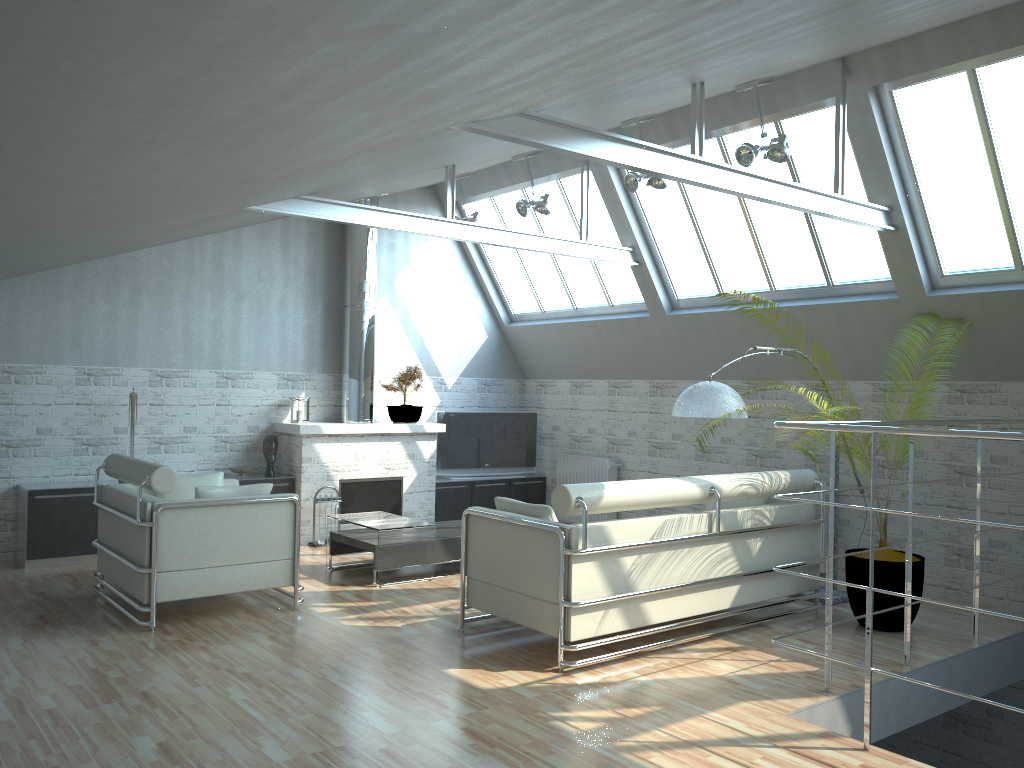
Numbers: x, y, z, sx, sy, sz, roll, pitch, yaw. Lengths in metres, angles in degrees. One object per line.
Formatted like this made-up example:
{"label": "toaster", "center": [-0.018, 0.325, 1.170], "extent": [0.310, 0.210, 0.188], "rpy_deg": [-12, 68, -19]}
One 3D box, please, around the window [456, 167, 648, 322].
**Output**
{"label": "window", "center": [0.849, -2.875, 18.875], "extent": [1.897, 2.787, 4.651], "rpy_deg": [2, -1, -38]}

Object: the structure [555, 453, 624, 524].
{"label": "structure", "center": [1.676, 2.359, 19.560], "extent": [0.508, 1.524, 1.892], "rpy_deg": [2, -1, -38]}

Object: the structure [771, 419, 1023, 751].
{"label": "structure", "center": [6.607, 1.830, 8.339], "extent": [6.483, 2.781, 5.366], "rpy_deg": [2, -1, -38]}

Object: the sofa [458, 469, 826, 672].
{"label": "sofa", "center": [1.871, 2.149, 11.791], "extent": [4.866, 1.999, 2.199], "rpy_deg": [2, -1, -38]}

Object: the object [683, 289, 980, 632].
{"label": "object", "center": [4.185, 1.004, 11.982], "extent": [3.777, 4.386, 5.015], "rpy_deg": [1, 0, 27]}

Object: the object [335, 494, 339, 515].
{"label": "object", "center": [-3.365, 2.539, 17.002], "extent": [0.026, 0.873, 0.155], "rpy_deg": [2, -1, -37]}

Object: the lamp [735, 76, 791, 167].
{"label": "lamp", "center": [3.437, -3.668, 12.367], "extent": [0.619, 1.172, 0.808], "rpy_deg": [1, -1, -34]}

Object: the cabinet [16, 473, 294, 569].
{"label": "cabinet", "center": [-6.267, 2.376, 15.990], "extent": [4.572, 1.270, 0.914], "rpy_deg": [2, -1, -38]}

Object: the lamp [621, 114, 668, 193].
{"label": "lamp", "center": [2.064, -3.683, 14.123], "extent": [0.618, 1.172, 0.808], "rpy_deg": [1, -1, -34]}

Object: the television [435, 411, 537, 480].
{"label": "television", "center": [-0.613, 1.387, 20.336], "extent": [2.577, 1.514, 0.592], "rpy_deg": [1, 0, -28]}

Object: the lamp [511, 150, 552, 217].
{"label": "lamp", "center": [0.324, -3.702, 16.349], "extent": [0.619, 1.172, 0.808], "rpy_deg": [1, -1, -34]}

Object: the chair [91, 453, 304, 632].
{"label": "chair", "center": [-4.393, 2.022, 12.347], "extent": [2.201, 2.001, 2.507], "rpy_deg": [2, -1, -38]}

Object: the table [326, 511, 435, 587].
{"label": "table", "center": [-2.146, 2.629, 14.357], "extent": [1.015, 0.867, 1.726], "rpy_deg": [2, -1, -38]}

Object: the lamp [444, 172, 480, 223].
{"label": "lamp", "center": [-1.038, -3.717, 18.091], "extent": [0.619, 1.172, 0.808], "rpy_deg": [1, -1, -34]}

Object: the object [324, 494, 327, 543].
{"label": "object", "center": [-3.497, 2.564, 16.827], "extent": [0.145, 0.932, 0.065], "rpy_deg": [1, -1, 33]}

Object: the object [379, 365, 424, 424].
{"label": "object", "center": [-2.326, 0.193, 18.655], "extent": [1.115, 1.265, 0.572], "rpy_deg": [1, -1, -34]}

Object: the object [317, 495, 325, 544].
{"label": "object", "center": [-3.607, 2.553, 16.736], "extent": [0.131, 0.916, 0.146], "rpy_deg": [2, -1, -38]}

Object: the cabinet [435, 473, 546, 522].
{"label": "cabinet", "center": [-0.749, 2.650, 20.322], "extent": [3.234, 1.016, 0.908], "rpy_deg": [2, -1, -38]}

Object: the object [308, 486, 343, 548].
{"label": "object", "center": [-3.542, 2.510, 16.970], "extent": [0.584, 1.124, 0.412], "rpy_deg": [2, -1, -38]}

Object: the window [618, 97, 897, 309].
{"label": "window", "center": [3.978, -2.841, 14.873], "extent": [1.897, 2.787, 4.651], "rpy_deg": [2, -1, -38]}

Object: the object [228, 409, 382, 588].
{"label": "object", "center": [-3.343, 1.788, 15.405], "extent": [1.528, 2.558, 4.859], "rpy_deg": [2, -1, -39]}

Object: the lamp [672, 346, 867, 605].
{"label": "lamp", "center": [4.198, 1.343, 13.011], "extent": [4.621, 3.709, 1.015], "rpy_deg": [1, -1, -32]}

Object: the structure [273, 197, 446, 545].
{"label": "structure", "center": [-3.076, -0.493, 18.270], "extent": [3.302, 7.180, 1.309], "rpy_deg": [2, -1, -38]}

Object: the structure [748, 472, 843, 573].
{"label": "structure", "center": [4.839, 2.394, 15.514], "extent": [0.508, 1.524, 1.892], "rpy_deg": [2, -1, -38]}

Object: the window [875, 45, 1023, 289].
{"label": "window", "center": [7.106, -2.806, 10.871], "extent": [1.897, 2.787, 4.651], "rpy_deg": [2, -1, -38]}
